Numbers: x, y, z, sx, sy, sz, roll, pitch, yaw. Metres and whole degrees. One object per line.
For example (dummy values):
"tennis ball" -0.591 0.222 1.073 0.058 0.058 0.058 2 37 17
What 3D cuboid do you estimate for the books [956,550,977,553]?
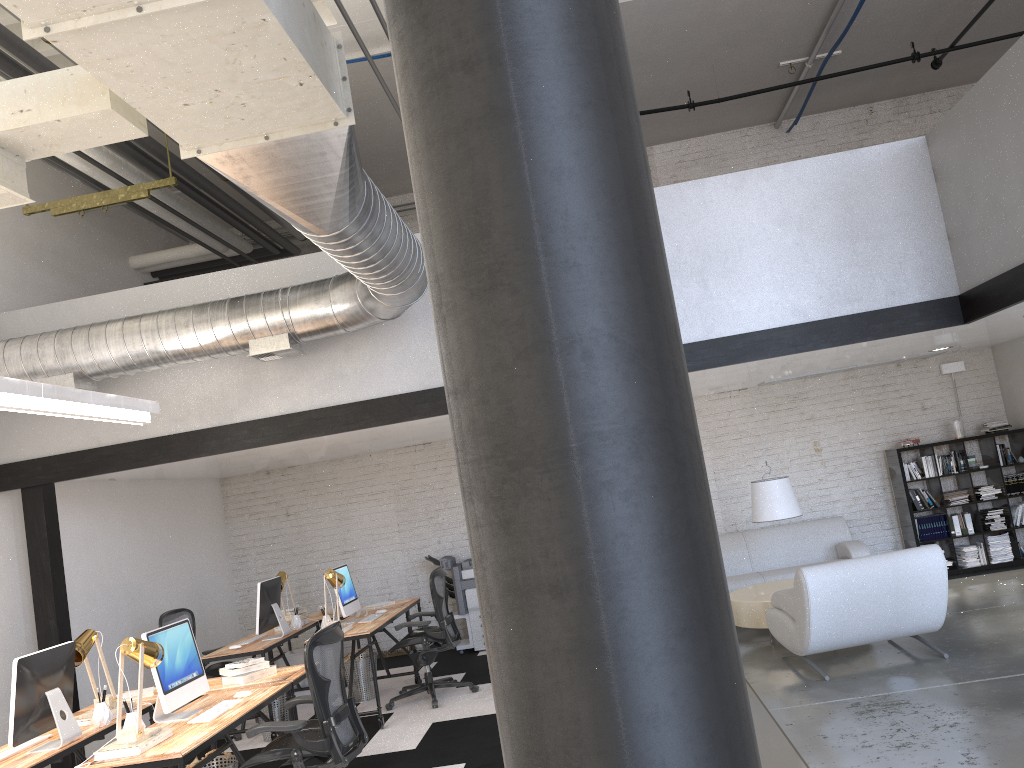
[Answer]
"books" 4.634 1.705 9.072 0.132 0.010 0.210 -8 -7 -10

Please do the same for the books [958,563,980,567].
"books" 4.649 1.840 9.066 0.150 0.013 0.238 -8 -7 -10

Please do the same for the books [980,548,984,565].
"books" 4.764 1.751 9.031 0.008 0.170 0.107 -10 -6 5

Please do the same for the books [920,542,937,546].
"books" 4.297 1.653 9.158 0.162 0.019 0.253 -12 -7 21

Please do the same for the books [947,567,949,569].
"books" 4.347 1.895 9.117 0.169 0.015 0.268 -10 -7 1

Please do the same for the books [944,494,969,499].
"books" 4.567 1.170 9.202 0.275 0.028 0.185 -11 -7 11

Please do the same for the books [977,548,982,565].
"books" 4.748 1.754 9.030 0.008 0.168 0.107 -10 -6 5

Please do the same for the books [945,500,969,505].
"books" 4.587 1.227 9.177 0.185 0.028 0.275 -10 -7 6

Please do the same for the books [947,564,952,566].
"books" 4.359 1.858 9.113 0.216 0.013 0.292 -10 -7 6

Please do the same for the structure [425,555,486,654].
"structure" -0.330 2.285 9.470 1.058 1.056 0.504 -10 -6 5

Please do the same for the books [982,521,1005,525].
"books" 4.915 1.426 9.081 0.162 0.013 0.204 -9 -7 -6

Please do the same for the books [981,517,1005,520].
"books" 4.917 1.377 9.079 0.139 0.010 0.198 -8 -7 -14

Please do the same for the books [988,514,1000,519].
"books" 4.933 1.354 9.081 0.117 0.010 0.257 -13 -7 25

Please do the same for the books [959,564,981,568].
"books" 4.662 1.853 9.076 0.150 0.013 0.238 -9 -7 -5

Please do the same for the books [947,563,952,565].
"books" 4.361 1.845 9.118 0.216 0.013 0.286 -10 -7 4

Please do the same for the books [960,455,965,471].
"books" 4.637 0.821 9.164 0.008 0.168 0.107 -10 -6 5

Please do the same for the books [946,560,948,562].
"books" 4.346 1.819 9.122 0.169 0.015 0.268 -10 -7 6

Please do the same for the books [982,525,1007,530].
"books" 4.933 1.464 9.073 0.176 0.013 0.177 -10 -7 1

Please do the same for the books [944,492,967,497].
"books" 4.556 1.141 9.203 0.269 0.022 0.185 -11 -7 11

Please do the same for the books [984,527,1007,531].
"books" 4.945 1.478 9.089 0.157 0.013 0.228 -10 -7 6

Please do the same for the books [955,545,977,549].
"books" 4.632 1.665 9.078 0.132 0.010 0.210 -9 -7 -5

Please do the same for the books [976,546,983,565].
"books" 4.753 1.742 9.027 0.008 0.189 0.106 -10 -6 5

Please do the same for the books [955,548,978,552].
"books" 4.627 1.692 9.084 0.145 0.020 0.273 -9 -7 -5

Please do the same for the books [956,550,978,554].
"books" 4.635 1.717 9.068 0.138 0.014 0.217 -8 -7 -10

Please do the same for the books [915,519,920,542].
"books" 4.152 1.505 9.156 0.042 0.233 0.174 -10 -6 5

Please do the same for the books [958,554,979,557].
"books" 4.645 1.750 9.074 0.132 0.010 0.210 -8 -7 -15

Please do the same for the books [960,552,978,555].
"books" 4.648 1.728 9.068 0.132 0.010 0.211 -9 -7 0

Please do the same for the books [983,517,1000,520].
"books" 4.922 1.369 9.104 0.133 0.010 0.221 -12 -7 22

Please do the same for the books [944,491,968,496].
"books" 4.559 1.133 9.204 0.275 0.024 0.185 -11 -7 11

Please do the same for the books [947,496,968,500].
"books" 4.572 1.180 9.185 0.185 0.019 0.275 -10 -7 6

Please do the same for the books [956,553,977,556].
"books" 4.634 1.743 9.082 0.131 0.010 0.235 -9 -7 -5

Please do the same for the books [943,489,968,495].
"books" 4.555 1.122 9.201 0.278 0.019 0.185 -11 -7 11

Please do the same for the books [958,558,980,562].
"books" 4.634 1.800 9.062 0.150 0.013 0.238 -8 -7 -15

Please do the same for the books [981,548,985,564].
"books" 4.772 1.749 9.024 0.008 0.168 0.107 -10 -6 5

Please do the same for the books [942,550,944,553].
"books" 4.315 1.724 9.135 0.163 0.023 0.307 -10 -7 6

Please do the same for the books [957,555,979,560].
"books" 4.639 1.769 9.077 0.148 0.023 0.244 -9 -7 -5

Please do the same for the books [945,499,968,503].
"books" 4.586 1.211 9.181 0.172 0.030 0.270 -10 -7 6

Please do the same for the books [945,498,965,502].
"books" 4.579 1.198 9.185 0.185 0.022 0.270 -10 -7 6

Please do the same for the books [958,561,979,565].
"books" 4.651 1.825 9.068 0.143 0.017 0.225 -9 -7 -5

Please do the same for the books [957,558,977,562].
"books" 4.628 1.789 9.072 0.150 0.013 0.238 -9 -7 0

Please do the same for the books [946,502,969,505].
"books" 4.577 1.237 9.178 0.185 0.014 0.275 -10 -7 6

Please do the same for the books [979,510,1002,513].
"books" 4.911 1.304 9.106 0.134 0.010 0.220 -10 -7 2

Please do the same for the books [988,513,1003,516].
"books" 4.910 1.333 9.092 0.122 0.010 0.219 -8 -7 -9

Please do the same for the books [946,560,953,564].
"books" 4.364 1.832 9.113 0.233 0.011 0.290 -10 -7 7

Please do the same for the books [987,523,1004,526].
"books" 4.928 1.435 9.073 0.121 0.010 0.202 -10 -7 5

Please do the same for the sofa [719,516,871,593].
"sofa" 2.478 1.912 8.998 2.137 0.776 1.017 -10 -6 5

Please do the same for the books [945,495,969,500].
"books" 4.565 1.178 9.191 0.275 0.014 0.185 -11 -7 11

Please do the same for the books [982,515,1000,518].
"books" 4.907 1.346 9.089 0.132 0.014 0.250 -12 -7 18

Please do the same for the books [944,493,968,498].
"books" 4.562 1.155 9.206 0.270 0.030 0.172 -11 -7 11

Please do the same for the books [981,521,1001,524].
"books" 4.912 1.415 9.096 0.148 0.013 0.213 -11 -7 15

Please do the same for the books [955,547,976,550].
"books" 4.631 1.677 9.092 0.131 0.010 0.235 -9 -7 0

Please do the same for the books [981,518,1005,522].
"books" 4.922 1.394 9.086 0.131 0.023 0.221 -8 -7 -12

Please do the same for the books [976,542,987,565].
"books" 4.779 1.722 9.026 0.016 0.219 0.117 -10 -6 5

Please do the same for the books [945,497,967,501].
"books" 4.579 1.190 9.182 0.185 0.024 0.275 -10 -7 6

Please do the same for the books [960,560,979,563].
"books" 4.651 1.809 9.061 0.132 0.010 0.210 -8 -7 -10

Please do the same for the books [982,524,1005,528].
"books" 4.933 1.450 9.088 0.149 0.017 0.211 -10 -7 7
